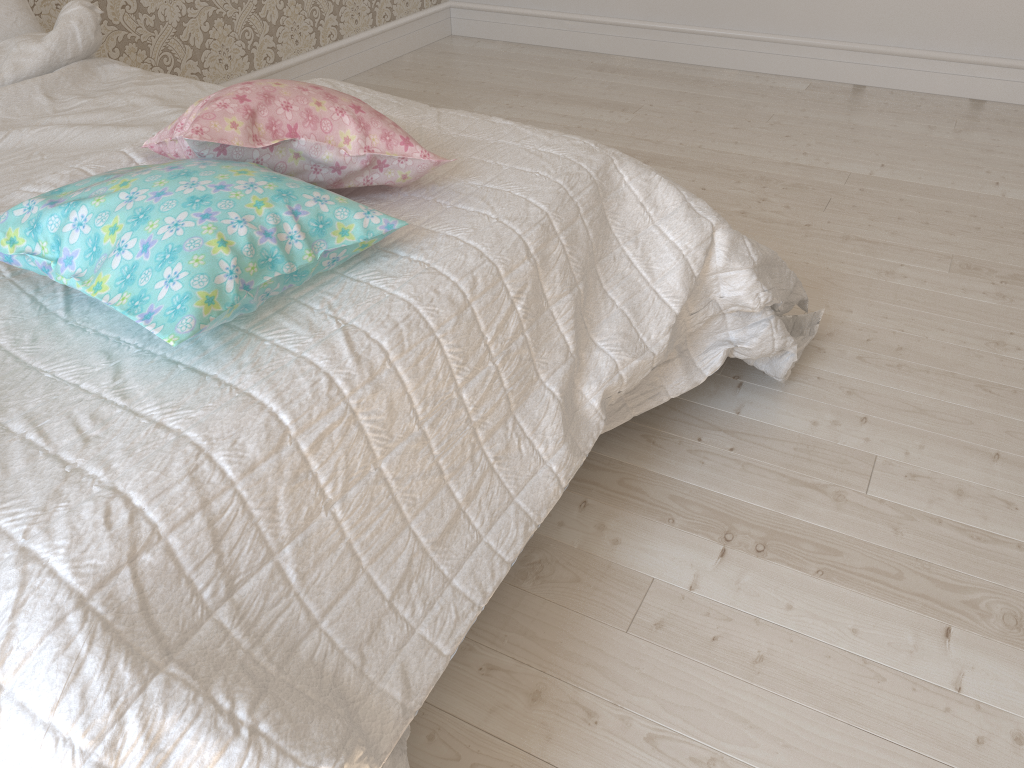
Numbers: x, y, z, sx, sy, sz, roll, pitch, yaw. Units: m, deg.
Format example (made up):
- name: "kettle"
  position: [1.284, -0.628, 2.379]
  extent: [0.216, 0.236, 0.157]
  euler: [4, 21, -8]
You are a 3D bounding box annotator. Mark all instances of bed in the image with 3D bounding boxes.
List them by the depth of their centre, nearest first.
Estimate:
- name: "bed"
  position: [-0.764, -0.164, 1.486]
  extent: [2.233, 0.605, 2.022]
  euler: [16, 38, 24]

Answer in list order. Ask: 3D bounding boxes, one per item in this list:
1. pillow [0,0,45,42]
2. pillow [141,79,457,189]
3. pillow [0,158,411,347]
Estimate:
- name: "pillow"
  position: [-1.272, -0.742, 1.914]
  extent: [0.204, 0.295, 0.584]
  euler: [15, 37, 23]
- name: "pillow"
  position: [-0.335, -0.370, 1.338]
  extent: [0.398, 0.194, 0.365]
  euler: [-18, 37, -24]
- name: "pillow"
  position: [-0.386, -0.185, 1.102]
  extent: [0.367, 0.161, 0.394]
  euler: [19, 39, 27]
